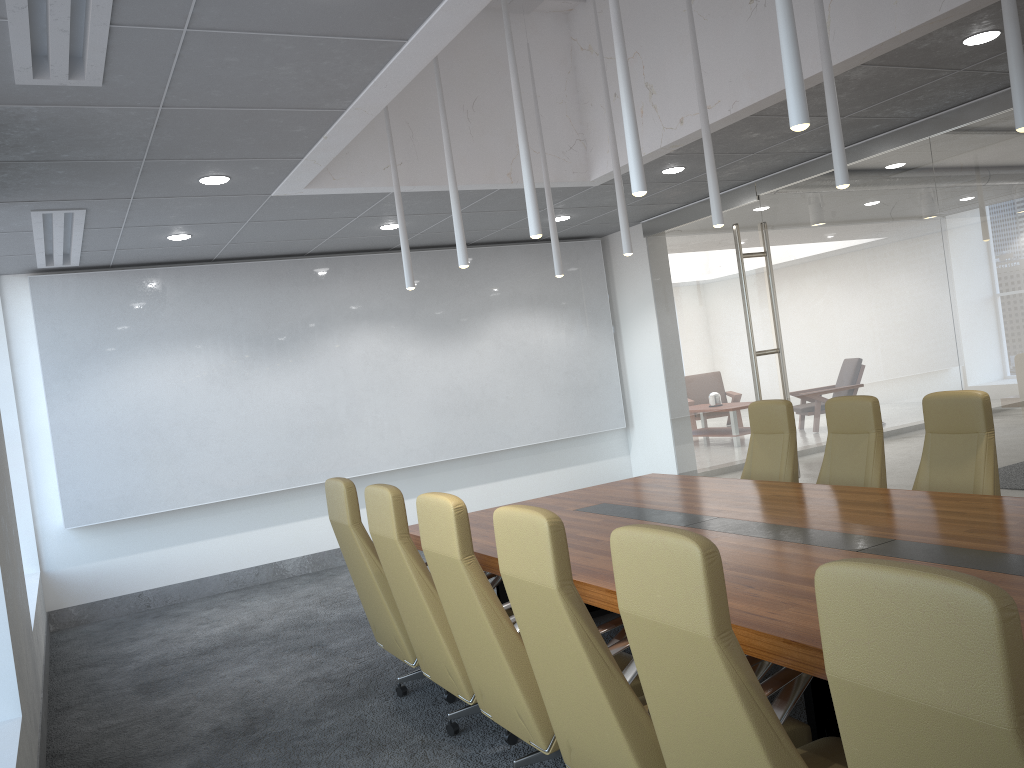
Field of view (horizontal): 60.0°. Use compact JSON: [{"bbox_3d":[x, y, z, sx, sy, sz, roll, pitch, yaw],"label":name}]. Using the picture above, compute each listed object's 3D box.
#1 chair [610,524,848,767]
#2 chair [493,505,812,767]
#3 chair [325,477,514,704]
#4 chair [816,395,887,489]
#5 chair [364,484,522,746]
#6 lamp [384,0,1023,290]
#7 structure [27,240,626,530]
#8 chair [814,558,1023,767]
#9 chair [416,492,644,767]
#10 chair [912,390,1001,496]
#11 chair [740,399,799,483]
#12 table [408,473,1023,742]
[{"bbox_3d":[0.891,1.043,2.702,0.955,1.406,0.711,-8,1,-27],"label":"chair"},{"bbox_3d":[0.525,1.084,3.417,0.955,1.406,0.711,-8,1,-27],"label":"chair"},{"bbox_3d":[-0.563,1.205,5.538,0.955,1.406,0.711,-8,1,-27],"label":"chair"},{"bbox_3d":[2.086,0.834,6.031,0.955,1.406,0.711,-8,1,-27],"label":"chair"},{"bbox_3d":[-0.200,1.165,4.830,0.955,1.406,0.711,-8,1,-27],"label":"chair"},{"bbox_3d":[1.246,-2.158,3.960,2.619,2.378,7.258,-8,1,-27],"label":"lamp"},{"bbox_3d":[1.511,-0.580,4.010,6.600,2.466,13.989,-8,1,-27],"label":"structure"},{"bbox_3d":[1.260,1.002,1.983,0.955,1.406,0.711,-8,1,-27],"label":"chair"},{"bbox_3d":[0.154,1.126,4.140,0.955,1.406,0.711,-8,1,-27],"label":"chair"},{"bbox_3d":[2.455,0.793,5.312,0.955,1.406,0.711,-8,1,-27],"label":"chair"},{"bbox_3d":[1.722,0.874,6.742,0.955,1.406,0.711,-8,1,-27],"label":"chair"},{"bbox_3d":[1.704,1.171,4.005,2.300,0.895,6.500,-8,1,-27],"label":"table"}]
